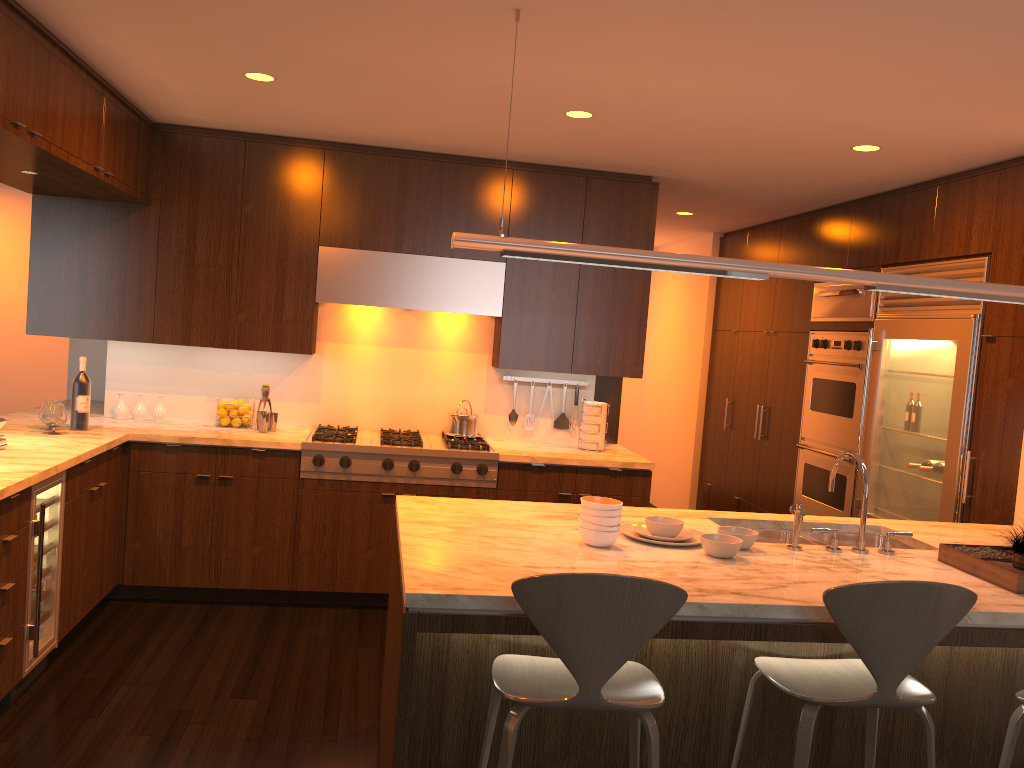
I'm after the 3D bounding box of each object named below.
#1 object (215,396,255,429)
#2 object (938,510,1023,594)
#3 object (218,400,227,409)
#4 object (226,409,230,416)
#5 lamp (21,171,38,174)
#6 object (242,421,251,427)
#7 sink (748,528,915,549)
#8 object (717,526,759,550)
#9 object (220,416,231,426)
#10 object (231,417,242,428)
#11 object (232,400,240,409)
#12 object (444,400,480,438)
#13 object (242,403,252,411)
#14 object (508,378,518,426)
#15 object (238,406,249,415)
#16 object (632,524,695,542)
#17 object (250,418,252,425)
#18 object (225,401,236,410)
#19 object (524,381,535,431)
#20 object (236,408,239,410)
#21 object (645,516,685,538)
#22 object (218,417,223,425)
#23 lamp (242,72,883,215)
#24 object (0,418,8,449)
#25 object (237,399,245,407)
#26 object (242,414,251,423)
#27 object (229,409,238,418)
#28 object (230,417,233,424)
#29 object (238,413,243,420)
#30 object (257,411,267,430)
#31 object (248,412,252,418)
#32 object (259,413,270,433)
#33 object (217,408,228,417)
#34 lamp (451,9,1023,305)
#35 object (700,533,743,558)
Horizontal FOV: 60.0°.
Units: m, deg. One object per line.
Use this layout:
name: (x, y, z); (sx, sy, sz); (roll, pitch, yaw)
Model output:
object: (-1.620, 0.163, 5.196); (0.207, 0.175, 0.189); (4, 3, -11)
object: (1.752, 0.525, 2.960); (0.497, 0.231, 0.503); (4, 3, -8)
object: (-1.677, 0.125, 5.145); (0.057, 0.060, 0.052); (5, 3, 12)
object: (-1.655, 0.163, 5.174); (0.051, 0.053, 0.064); (6, 4, 27)
lamp: (-2.161, -0.948, 3.973); (0.068, 0.004, 0.068); (3, 4, -28)
object: (-1.557, 0.226, 5.189); (0.063, 0.053, 0.051); (7, 4, 32)
sink: (1.171, 0.696, 3.406); (0.813, 0.176, 0.457); (4, 3, -9)
object: (0.770, 0.530, 3.034); (0.139, 0.059, 0.138); (5, 3, 17)
object: (-1.656, 0.215, 5.126); (0.052, 0.057, 0.060); (6, 4, 26)
object: (-1.599, 0.224, 5.149); (0.074, 0.063, 0.064); (8, 5, 45)
object: (-1.621, 0.120, 5.184); (0.063, 0.053, 0.051); (6, 4, 26)
object: (-0.292, 0.203, 5.384); (0.221, 0.218, 0.221); (3, 4, -24)
object: (-1.559, 0.138, 5.215); (0.063, 0.053, 0.051); (7, 4, 37)
object: (0.015, 0.113, 5.530); (0.061, 0.296, 0.020); (4, 3, -10)
object: (-1.562, 0.153, 5.158); (0.053, 0.052, 0.061); (7, 4, 37)
object: (0.527, 0.524, 3.089); (0.217, 0.025, 0.216); (5, 3, 8)
object: (-1.571, 0.220, 5.275); (0.053, 0.052, 0.062); (3, 4, -26)
object: (-1.627, 0.126, 5.125); (0.063, 0.051, 0.053); (3, 3, -18)
object: (0.119, 0.136, 5.550); (0.066, 0.314, 0.004); (4, 3, -9)
object: (-1.630, 0.149, 5.229); (0.061, 0.051, 0.055); (6, 3, 19)
object: (0.529, 0.503, 3.088); (0.139, 0.059, 0.138); (5, 3, 17)
object: (-1.685, 0.216, 5.176); (0.061, 0.053, 0.053); (3, 4, -23)
lamp: (-6.557, -1.865, 4.471); (16.431, 0.171, 5.868); (4, 3, -9)
object: (-2.302, 0.142, 3.819); (0.231, 0.266, 0.191); (4, 3, -6)
object: (-1.607, 0.119, 5.260); (0.059, 0.060, 0.050); (6, 4, 24)
object: (-1.542, 0.201, 5.149); (0.052, 0.054, 0.061); (5, 3, 1)
object: (-1.613, 0.172, 5.138); (0.052, 0.053, 0.062); (4, 3, -4)
object: (-1.626, 0.214, 5.182); (0.052, 0.060, 0.057); (6, 4, 30)
object: (-1.584, 0.184, 5.202); (0.062, 0.053, 0.051); (7, 4, 32)
object: (-1.453, 0.213, 5.145); (0.060, 0.106, 0.060); (6, 4, 23)
object: (-1.557, 0.189, 5.216); (0.051, 0.055, 0.061); (5, 3, 3)
object: (-1.410, 0.222, 5.035); (0.060, 0.106, 0.060); (6, 4, 23)
object: (-1.672, 0.167, 5.119); (0.063, 0.051, 0.053); (4, 3, -7)
lamp: (1.056, -0.714, 2.956); (2.465, 0.765, 0.120); (4, 3, -9)
object: (0.679, 0.531, 2.889); (0.139, 0.059, 0.138); (5, 3, 17)
